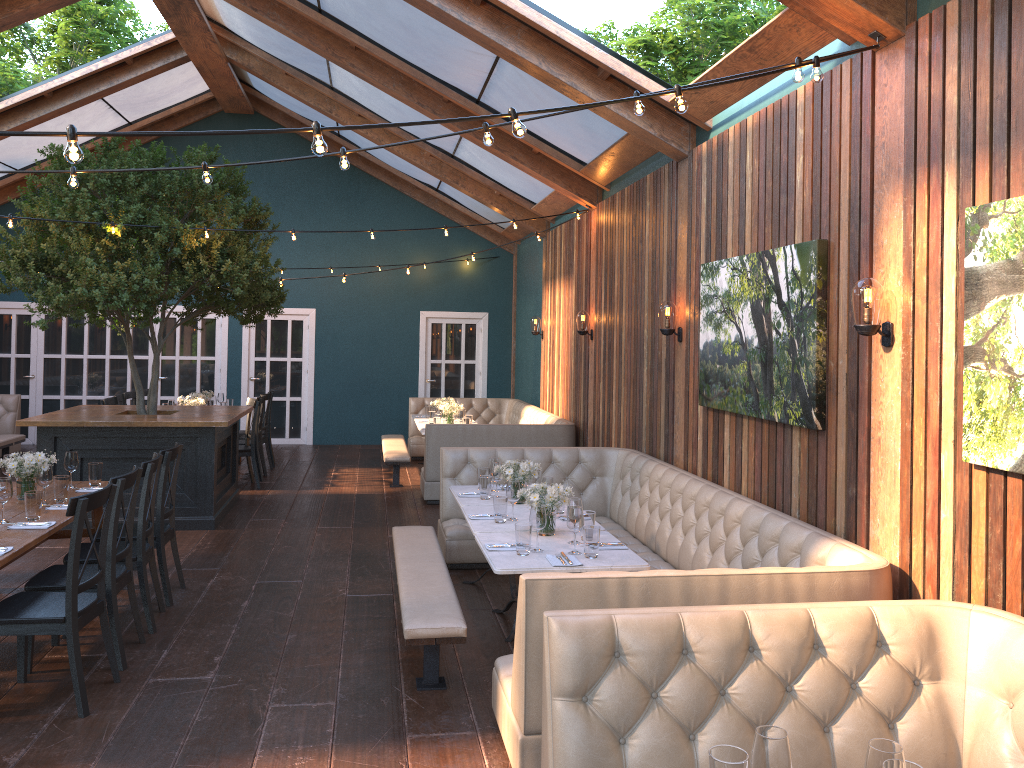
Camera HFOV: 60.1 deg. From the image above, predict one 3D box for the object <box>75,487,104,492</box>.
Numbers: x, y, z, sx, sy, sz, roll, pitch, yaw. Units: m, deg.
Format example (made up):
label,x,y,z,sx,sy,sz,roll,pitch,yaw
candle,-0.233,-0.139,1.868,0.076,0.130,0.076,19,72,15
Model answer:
label,x,y,z,sx,sy,sz,roll,pitch,yaw
object,-2.804,0.700,5.895,0.255,0.019,0.157,1,3,-9

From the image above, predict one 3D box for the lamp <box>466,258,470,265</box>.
label,x,y,z,sx,sy,sz,roll,pitch,yaw
lamp,-0.729,-2.026,14.673,0.056,0.121,0.056,1,0,-27

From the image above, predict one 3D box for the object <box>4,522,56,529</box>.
label,x,y,z,sx,sy,sz,roll,pitch,yaw
object,-2.622,0.761,4.791,0.255,0.019,0.157,1,3,-9

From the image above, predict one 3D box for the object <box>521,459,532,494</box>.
label,x,y,z,sx,sy,sz,roll,pitch,yaw
object,0.101,0.671,6.417,0.092,0.245,0.092,1,0,39

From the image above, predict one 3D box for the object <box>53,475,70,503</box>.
label,x,y,z,sx,sy,sz,roll,pitch,yaw
object,-2.789,0.649,5.474,0.092,0.158,0.092,1,0,17

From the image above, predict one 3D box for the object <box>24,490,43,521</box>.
label,x,y,z,sx,sy,sz,roll,pitch,yaw
object,-2.678,0.682,4.950,0.092,0.158,0.092,1,0,-43

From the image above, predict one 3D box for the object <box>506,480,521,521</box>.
label,x,y,z,sx,sy,sz,roll,pitch,yaw
object,0.007,0.719,5.470,0.092,0.245,0.092,1,0,39

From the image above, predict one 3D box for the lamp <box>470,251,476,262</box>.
label,x,y,z,sx,sy,sz,roll,pitch,yaw
lamp,-0.428,-1.413,9.812,0.056,0.118,0.066,1,0,-33

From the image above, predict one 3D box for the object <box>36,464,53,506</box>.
label,x,y,z,sx,sy,sz,roll,pitch,yaw
object,-2.848,0.614,5.390,0.092,0.245,0.092,1,0,-12

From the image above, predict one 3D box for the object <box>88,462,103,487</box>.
label,x,y,z,sx,sy,sz,roll,pitch,yaw
object,-2.854,0.621,6.059,0.092,0.158,0.092,1,0,17

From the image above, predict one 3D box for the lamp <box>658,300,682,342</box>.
label,x,y,z,sx,sy,sz,roll,pitch,yaw
lamp,1.212,-0.483,6.804,0.178,0.320,0.146,1,0,-9

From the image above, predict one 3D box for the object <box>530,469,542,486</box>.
label,x,y,z,sx,sy,sz,roll,pitch,yaw
object,0.176,0.711,6.495,0.092,0.158,0.092,1,0,-23

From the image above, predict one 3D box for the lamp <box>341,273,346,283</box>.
label,x,y,z,sx,sy,sz,roll,pitch,yaw
lamp,-1.917,-1.210,10.096,0.056,0.121,0.056,1,0,-33

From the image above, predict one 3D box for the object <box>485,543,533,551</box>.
label,x,y,z,sx,sy,sz,roll,pitch,yaw
object,-0.016,0.869,4.753,0.255,0.019,0.157,1,3,-9

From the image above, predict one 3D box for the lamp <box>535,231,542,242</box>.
label,x,y,z,sx,sy,sz,roll,pitch,yaw
lamp,0.288,-1.612,9.683,0.073,0.115,0.056,1,0,-3

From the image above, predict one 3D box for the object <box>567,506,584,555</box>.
label,x,y,z,sx,sy,sz,roll,pitch,yaw
object,0.333,0.768,4.651,0.092,0.245,0.092,1,0,39

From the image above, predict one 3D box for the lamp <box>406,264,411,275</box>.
label,x,y,z,sx,sy,sz,roll,pitch,yaw
lamp,-1.168,-1.286,9.951,0.056,0.121,0.056,1,0,-32

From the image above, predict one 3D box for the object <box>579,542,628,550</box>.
label,x,y,z,sx,sy,sz,roll,pitch,yaw
object,0.494,0.875,4.813,0.255,0.019,0.157,1,3,-9

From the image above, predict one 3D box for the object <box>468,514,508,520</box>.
label,x,y,z,sx,sy,sz,roll,pitch,yaw
object,-0.145,0.825,5.539,0.255,0.019,0.157,1,3,-9

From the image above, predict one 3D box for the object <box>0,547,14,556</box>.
label,x,y,z,sx,sy,sz,roll,pitch,yaw
object,-2.530,0.793,4.212,0.255,0.019,0.157,1,3,-9

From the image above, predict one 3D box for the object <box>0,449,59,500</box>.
label,x,y,z,sx,sy,sz,roll,pitch,yaw
object,-3.059,0.566,5.579,0.336,0.310,0.329,1,1,-13

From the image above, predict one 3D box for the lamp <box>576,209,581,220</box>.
label,x,y,z,sx,sy,sz,roll,pitch,yaw
lamp,0.713,-1.814,9.481,0.056,0.120,0.056,1,0,20

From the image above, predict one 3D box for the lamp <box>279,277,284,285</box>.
label,x,y,z,sx,sy,sz,roll,pitch,yaw
lamp,-2.665,-1.174,10.216,0.056,0.121,0.056,1,0,-1

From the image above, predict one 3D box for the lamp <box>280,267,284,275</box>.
label,x,y,z,sx,sy,sz,roll,pitch,yaw
lamp,-3.485,-1.715,13.414,0.059,0.119,0.056,1,0,15

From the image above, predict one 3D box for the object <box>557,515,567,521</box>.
label,x,y,z,sx,sy,sz,roll,pitch,yaw
object,0.375,0.834,5.554,0.255,0.019,0.157,1,3,-9

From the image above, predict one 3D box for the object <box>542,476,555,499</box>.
label,x,y,z,sx,sy,sz,roll,pitch,yaw
object,0.227,0.715,5.627,0.092,0.245,0.092,1,0,39

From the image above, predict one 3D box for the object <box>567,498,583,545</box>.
label,x,y,z,sx,sy,sz,roll,pitch,yaw
object,0.346,0.756,4.886,0.092,0.245,0.092,1,0,39

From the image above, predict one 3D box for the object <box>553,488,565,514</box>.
label,x,y,z,sx,sy,sz,roll,pitch,yaw
object,0.303,0.755,5.704,0.092,0.158,0.092,1,0,-23

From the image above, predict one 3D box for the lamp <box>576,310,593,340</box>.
label,x,y,z,sx,sy,sz,roll,pitch,yaw
lamp,0.777,-0.633,9.516,0.178,0.320,0.146,1,0,-9

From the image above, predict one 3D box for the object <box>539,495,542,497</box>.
label,x,y,z,sx,sy,sz,roll,pitch,yaw
object,0.248,0.790,6.345,0.255,0.019,0.157,1,3,-9

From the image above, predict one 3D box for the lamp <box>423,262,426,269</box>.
label,x,y,z,sx,sy,sz,roll,pitch,yaw
lamp,-1.417,-1.925,14.360,0.056,0.121,0.056,1,0,12

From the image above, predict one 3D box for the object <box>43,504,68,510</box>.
label,x,y,z,sx,sy,sz,roll,pitch,yaw
object,-2.700,0.735,5.323,0.255,0.019,0.157,1,3,-9

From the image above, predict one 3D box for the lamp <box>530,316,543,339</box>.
label,x,y,z,sx,sy,sz,roll,pitch,yaw
lamp,0.341,-0.783,12.230,0.178,0.320,0.146,1,0,-9

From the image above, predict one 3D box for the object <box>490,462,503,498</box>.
label,x,y,z,sx,sy,sz,roll,pitch,yaw
object,-0.108,0.677,6.235,0.092,0.245,0.092,1,0,39

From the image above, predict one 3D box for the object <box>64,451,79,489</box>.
label,x,y,z,sx,sy,sz,roll,pitch,yaw
object,-2.978,0.580,5.977,0.092,0.245,0.092,1,0,-29

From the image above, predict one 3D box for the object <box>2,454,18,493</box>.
label,x,y,z,sx,sy,sz,roll,pitch,yaw
object,-3.279,0.585,5.774,0.092,0.245,0.092,1,0,39

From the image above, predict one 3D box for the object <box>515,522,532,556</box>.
label,x,y,z,sx,sy,sz,roll,pitch,yaw
object,0.059,0.808,4.605,0.092,0.158,0.092,1,0,-23

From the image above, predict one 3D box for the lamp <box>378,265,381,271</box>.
label,x,y,z,sx,sy,sz,roll,pitch,yaw
lamp,-2.099,-1.839,14.052,0.056,0.119,0.061,1,0,-8

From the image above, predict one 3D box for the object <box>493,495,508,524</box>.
label,x,y,z,sx,sy,sz,roll,pitch,yaw
object,-0.070,0.765,5.391,0.092,0.158,0.092,1,0,-23

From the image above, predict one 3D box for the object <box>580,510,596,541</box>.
label,x,y,z,sx,sy,sz,roll,pitch,yaw
object,0.422,0.796,4.963,0.092,0.158,0.092,1,0,-23

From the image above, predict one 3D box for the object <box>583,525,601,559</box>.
label,x,y,z,sx,sy,sz,roll,pitch,yaw
object,0.410,0.817,4.573,0.092,0.158,0.092,1,0,27

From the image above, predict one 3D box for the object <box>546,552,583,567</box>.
label,x,y,z,sx,sy,sz,roll,pitch,yaw
object,0.260,0.887,4.499,0.157,0.019,0.255,1,3,-9

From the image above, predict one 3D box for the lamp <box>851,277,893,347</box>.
label,x,y,z,sx,sy,sz,roll,pitch,yaw
lamp,1.651,-0.331,4.070,0.178,0.320,0.146,1,0,-9

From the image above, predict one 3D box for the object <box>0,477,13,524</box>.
label,x,y,z,sx,sy,sz,roll,pitch,yaw
object,-2.795,0.640,4.862,0.092,0.245,0.092,1,0,33

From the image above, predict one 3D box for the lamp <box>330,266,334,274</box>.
label,x,y,z,sx,sy,sz,roll,pitch,yaw
lamp,-2.798,-1.769,13.746,0.060,0.119,0.056,1,0,32

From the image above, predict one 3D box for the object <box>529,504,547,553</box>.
label,x,y,z,sx,sy,sz,roll,pitch,yaw
object,0.136,0.763,4.684,0.092,0.245,0.092,1,0,-6
